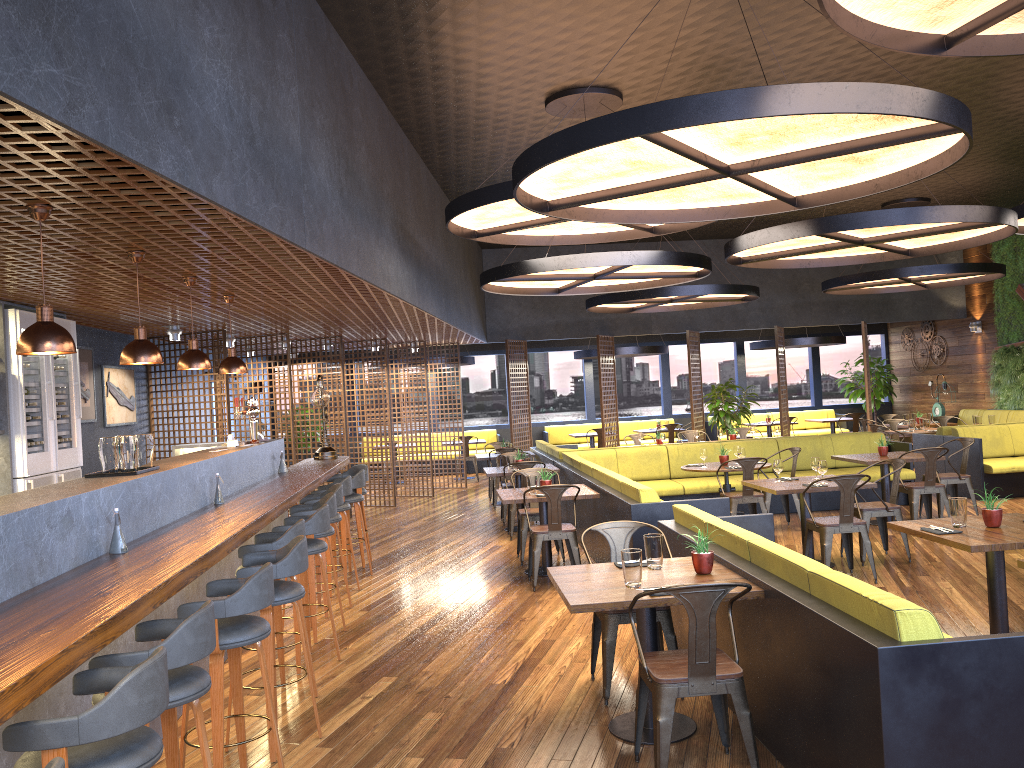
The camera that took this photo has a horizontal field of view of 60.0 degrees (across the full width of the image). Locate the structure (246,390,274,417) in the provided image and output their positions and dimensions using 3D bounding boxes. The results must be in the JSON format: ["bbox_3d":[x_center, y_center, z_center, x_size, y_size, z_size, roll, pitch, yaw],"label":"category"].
[{"bbox_3d":[-5.083,0.407,17.967,0.293,0.563,1.220,-3,0,-5],"label":"structure"}]

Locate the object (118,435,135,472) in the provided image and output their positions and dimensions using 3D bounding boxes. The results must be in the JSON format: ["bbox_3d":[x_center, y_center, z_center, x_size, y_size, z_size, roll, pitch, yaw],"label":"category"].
[{"bbox_3d":[-2.160,0.396,4.981,0.105,0.209,0.105,-3,-1,30],"label":"object"}]

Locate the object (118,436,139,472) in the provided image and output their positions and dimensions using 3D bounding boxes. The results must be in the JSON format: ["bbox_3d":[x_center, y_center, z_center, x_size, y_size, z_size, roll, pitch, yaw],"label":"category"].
[{"bbox_3d":[-2.102,0.392,4.865,0.105,0.209,0.105,-3,-1,30],"label":"object"}]

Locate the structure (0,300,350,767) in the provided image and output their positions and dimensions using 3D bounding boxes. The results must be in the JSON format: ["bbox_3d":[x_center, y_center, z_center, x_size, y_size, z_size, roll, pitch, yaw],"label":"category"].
[{"bbox_3d":[-2.856,0.597,5.606,2.700,2.700,9.298,-3,0,-5],"label":"structure"}]

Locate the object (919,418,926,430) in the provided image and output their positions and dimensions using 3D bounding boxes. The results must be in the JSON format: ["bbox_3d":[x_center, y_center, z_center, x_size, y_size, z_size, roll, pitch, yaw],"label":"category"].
[{"bbox_3d":[6.552,0.639,14.146,0.102,0.178,0.102,-3,-1,-19],"label":"object"}]

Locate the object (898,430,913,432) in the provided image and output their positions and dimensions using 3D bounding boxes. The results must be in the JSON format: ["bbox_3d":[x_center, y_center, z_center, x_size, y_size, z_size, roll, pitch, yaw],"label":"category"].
[{"bbox_3d":[6.150,0.739,13.909,0.157,0.019,0.255,-3,0,-5],"label":"object"}]

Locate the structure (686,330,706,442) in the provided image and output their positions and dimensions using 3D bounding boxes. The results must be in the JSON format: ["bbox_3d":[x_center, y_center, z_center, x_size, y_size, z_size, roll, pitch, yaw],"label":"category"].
[{"bbox_3d":[3.537,0.335,16.959,0.050,2.700,0.852,-3,-1,25],"label":"structure"}]

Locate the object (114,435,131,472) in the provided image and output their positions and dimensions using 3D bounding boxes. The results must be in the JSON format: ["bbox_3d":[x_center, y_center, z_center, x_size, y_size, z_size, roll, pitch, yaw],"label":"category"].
[{"bbox_3d":[-2.232,0.401,5.096,0.105,0.209,0.105,-3,-1,30],"label":"object"}]

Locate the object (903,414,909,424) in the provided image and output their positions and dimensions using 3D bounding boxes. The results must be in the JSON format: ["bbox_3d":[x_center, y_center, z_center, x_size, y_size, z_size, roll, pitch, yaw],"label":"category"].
[{"bbox_3d":[7.031,0.626,15.821,0.102,0.178,0.102,-3,-1,-19],"label":"object"}]

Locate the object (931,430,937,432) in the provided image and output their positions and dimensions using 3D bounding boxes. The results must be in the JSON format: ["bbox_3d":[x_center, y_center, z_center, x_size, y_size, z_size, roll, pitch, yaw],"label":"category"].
[{"bbox_3d":[6.518,0.716,13.642,0.255,0.019,0.157,-3,0,-5],"label":"object"}]

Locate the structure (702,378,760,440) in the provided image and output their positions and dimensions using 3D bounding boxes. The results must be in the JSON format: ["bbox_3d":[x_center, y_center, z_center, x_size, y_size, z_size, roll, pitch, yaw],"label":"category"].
[{"bbox_3d":[3.970,0.775,16.335,1.166,1.763,0.993,-3,-1,-34],"label":"structure"}]

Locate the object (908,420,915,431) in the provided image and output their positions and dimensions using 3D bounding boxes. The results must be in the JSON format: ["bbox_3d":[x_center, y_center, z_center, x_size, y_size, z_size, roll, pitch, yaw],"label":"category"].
[{"bbox_3d":[6.299,0.652,13.974,0.102,0.178,0.102,-3,-1,-19],"label":"object"}]

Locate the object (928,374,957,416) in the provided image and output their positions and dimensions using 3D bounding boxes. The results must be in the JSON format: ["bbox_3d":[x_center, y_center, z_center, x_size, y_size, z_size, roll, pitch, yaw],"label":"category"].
[{"bbox_3d":[8.813,0.593,18.130,0.459,1.615,0.848,-3,0,-5],"label":"object"}]

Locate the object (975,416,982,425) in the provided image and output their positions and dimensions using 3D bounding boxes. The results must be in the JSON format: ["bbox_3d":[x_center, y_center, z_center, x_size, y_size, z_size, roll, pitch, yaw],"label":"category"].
[{"bbox_3d":[7.296,0.595,13.865,0.102,0.178,0.102,-4,-1,31],"label":"object"}]

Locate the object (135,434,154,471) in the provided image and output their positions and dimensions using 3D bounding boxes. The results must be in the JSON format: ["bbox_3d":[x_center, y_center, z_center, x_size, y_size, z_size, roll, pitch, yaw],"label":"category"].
[{"bbox_3d":[-2.118,0.395,5.113,0.105,0.209,0.105,-3,-1,30],"label":"object"}]

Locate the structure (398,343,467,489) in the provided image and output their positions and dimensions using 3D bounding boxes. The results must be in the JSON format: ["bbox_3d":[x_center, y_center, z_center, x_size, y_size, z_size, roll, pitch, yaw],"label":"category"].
[{"bbox_3d":[-1.508,0.616,16.698,1.319,2.700,0.050,-3,-1,25],"label":"structure"}]

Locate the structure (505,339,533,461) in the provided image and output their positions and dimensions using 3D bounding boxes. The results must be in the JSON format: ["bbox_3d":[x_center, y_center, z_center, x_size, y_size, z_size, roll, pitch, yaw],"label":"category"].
[{"bbox_3d":[0.154,0.522,16.682,0.050,2.700,0.852,-3,-1,25],"label":"structure"}]

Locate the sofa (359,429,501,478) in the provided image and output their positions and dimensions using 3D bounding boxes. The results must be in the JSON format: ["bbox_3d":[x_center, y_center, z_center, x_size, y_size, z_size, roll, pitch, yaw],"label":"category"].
[{"bbox_3d":[-1.786,1.550,19.554,3.061,0.914,0.966,-3,0,-5],"label":"sofa"}]

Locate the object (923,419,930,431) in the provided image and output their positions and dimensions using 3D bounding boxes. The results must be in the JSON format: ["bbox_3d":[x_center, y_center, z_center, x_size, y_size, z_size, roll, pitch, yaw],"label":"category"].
[{"bbox_3d":[6.450,0.642,13.796,0.102,0.178,0.102,-4,-1,31],"label":"object"}]

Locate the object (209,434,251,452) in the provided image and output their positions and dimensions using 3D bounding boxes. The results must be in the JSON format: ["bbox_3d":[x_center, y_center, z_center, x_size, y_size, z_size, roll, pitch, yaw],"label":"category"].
[{"bbox_3d":[-2.295,0.474,7.263,0.200,0.106,0.766,-3,0,-5],"label":"object"}]

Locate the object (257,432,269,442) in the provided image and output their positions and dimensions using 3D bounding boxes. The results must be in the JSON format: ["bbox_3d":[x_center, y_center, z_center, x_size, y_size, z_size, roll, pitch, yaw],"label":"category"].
[{"bbox_3d":[-2.363,0.495,8.360,0.091,0.091,0.177,-3,-1,-30],"label":"object"}]

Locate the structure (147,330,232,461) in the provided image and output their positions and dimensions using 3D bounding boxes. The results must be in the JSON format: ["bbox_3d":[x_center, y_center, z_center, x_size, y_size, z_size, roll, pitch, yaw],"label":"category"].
[{"bbox_3d":[-4.081,0.714,11.258,1.319,2.700,0.050,-3,-1,25],"label":"structure"}]

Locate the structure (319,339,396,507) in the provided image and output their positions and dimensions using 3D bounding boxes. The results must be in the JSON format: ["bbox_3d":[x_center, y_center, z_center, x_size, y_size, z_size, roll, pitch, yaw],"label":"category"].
[{"bbox_3d":[-2.537,0.655,14.522,1.319,2.700,0.050,-3,-1,25],"label":"structure"}]

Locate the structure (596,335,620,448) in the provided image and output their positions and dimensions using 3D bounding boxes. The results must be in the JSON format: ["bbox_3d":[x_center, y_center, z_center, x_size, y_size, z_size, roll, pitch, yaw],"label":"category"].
[{"bbox_3d":[1.845,0.428,16.820,0.050,2.700,0.852,-3,-1,25],"label":"structure"}]

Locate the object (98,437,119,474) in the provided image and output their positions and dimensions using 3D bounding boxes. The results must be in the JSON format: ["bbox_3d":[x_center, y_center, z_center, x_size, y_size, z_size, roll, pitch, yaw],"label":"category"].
[{"bbox_3d":[-2.210,0.398,4.868,0.105,0.209,0.105,-3,-1,30],"label":"object"}]

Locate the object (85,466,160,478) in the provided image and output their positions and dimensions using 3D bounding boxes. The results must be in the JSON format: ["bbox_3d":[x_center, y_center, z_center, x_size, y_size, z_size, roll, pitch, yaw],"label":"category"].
[{"bbox_3d":[-2.182,0.492,4.983,0.273,0.019,0.437,-3,0,-5],"label":"object"}]

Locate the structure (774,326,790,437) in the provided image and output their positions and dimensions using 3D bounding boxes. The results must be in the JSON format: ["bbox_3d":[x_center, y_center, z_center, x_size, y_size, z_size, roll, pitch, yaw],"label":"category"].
[{"bbox_3d":[5.229,0.241,17.097,0.050,2.700,0.852,-3,-1,25],"label":"structure"}]

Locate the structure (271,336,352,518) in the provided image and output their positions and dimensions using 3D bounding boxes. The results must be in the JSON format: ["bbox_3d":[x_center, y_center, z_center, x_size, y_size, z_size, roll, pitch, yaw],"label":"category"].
[{"bbox_3d":[-3.052,0.675,13.434,1.319,2.700,0.050,-3,-1,25],"label":"structure"}]

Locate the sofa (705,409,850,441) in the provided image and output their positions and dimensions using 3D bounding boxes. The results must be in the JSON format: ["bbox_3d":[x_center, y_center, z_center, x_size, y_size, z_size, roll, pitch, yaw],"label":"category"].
[{"bbox_3d":[6.039,1.116,20.194,3.061,0.914,0.966,-3,0,-5],"label":"sofa"}]

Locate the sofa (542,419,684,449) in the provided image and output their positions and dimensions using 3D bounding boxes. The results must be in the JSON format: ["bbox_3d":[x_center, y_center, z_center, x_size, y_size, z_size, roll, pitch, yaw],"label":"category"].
[{"bbox_3d":[2.268,1.325,19.885,3.061,0.914,0.966,-3,0,-5],"label":"sofa"}]

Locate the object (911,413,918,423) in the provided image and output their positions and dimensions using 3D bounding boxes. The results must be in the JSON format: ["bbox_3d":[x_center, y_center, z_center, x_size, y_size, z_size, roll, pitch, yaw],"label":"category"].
[{"bbox_3d":[7.228,0.616,15.914,0.102,0.178,0.102,-4,-1,31],"label":"object"}]

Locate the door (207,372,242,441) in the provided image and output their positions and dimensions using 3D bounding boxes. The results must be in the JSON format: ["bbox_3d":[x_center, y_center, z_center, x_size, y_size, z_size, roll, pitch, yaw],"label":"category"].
[{"bbox_3d":[-4.983,0.950,15.613,0.052,2.386,2.441,-3,0,-5],"label":"door"}]

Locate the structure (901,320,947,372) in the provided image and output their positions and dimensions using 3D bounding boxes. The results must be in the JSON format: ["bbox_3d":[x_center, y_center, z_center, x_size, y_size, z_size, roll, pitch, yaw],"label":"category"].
[{"bbox_3d":[8.991,-0.853,19.451,0.058,1.178,1.791,-3,0,-5],"label":"structure"}]

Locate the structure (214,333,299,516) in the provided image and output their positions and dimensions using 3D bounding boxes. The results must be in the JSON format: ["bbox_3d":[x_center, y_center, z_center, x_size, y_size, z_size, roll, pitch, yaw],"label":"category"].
[{"bbox_3d":[-3.566,0.694,12.346,1.319,2.700,0.050,-3,-1,25],"label":"structure"}]

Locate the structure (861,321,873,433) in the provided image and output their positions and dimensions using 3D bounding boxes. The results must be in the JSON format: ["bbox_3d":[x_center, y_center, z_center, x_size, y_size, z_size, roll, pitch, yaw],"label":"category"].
[{"bbox_3d":[6.921,0.147,17.236,0.050,2.700,0.852,-3,-1,25],"label":"structure"}]

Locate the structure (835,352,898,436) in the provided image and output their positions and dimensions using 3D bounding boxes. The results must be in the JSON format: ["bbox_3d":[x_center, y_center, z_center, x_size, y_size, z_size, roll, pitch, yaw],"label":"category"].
[{"bbox_3d":[8.197,0.359,20.217,1.493,2.184,1.272,-3,0,-5],"label":"structure"}]

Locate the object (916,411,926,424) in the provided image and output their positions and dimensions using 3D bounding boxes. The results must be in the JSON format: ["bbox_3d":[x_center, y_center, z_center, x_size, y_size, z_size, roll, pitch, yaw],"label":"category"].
[{"bbox_3d":[7.212,0.569,15.719,0.238,0.271,0.260,-3,-1,17],"label":"object"}]

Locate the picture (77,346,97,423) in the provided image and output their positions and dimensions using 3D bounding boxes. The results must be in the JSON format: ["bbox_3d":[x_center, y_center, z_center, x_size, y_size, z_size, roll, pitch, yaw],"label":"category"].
[{"bbox_3d":[-4.517,0.001,9.170,0.028,0.809,1.039,-3,0,-5],"label":"picture"}]

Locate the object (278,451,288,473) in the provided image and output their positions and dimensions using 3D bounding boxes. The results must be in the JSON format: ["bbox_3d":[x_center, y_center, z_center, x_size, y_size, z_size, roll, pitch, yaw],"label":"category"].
[{"bbox_3d":[-2.162,0.728,8.323,0.114,0.203,0.069,-3,-1,30],"label":"object"}]

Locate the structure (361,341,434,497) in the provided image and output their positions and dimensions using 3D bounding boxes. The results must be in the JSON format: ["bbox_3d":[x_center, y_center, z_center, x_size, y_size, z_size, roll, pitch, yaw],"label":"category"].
[{"bbox_3d":[-2.022,0.635,15.610,1.319,2.700,0.050,-3,-1,25],"label":"structure"}]

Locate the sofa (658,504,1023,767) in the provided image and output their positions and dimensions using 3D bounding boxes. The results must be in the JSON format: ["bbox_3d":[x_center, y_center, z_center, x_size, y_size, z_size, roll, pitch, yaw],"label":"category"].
[{"bbox_3d":[1.619,1.232,4.577,0.966,0.914,3.061,-3,0,-5],"label":"sofa"}]

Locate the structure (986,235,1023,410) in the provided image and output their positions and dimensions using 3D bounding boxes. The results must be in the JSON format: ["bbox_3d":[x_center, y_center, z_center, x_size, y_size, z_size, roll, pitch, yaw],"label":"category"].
[{"bbox_3d":[9.508,-0.987,12.450,0.918,4.593,9.182,-3,0,-6],"label":"structure"}]

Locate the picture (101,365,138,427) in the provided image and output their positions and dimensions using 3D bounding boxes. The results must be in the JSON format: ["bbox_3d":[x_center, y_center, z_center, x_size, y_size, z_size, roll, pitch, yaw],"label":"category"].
[{"bbox_3d":[-4.615,0.141,10.461,0.028,0.697,1.039,-3,0,-5],"label":"picture"}]

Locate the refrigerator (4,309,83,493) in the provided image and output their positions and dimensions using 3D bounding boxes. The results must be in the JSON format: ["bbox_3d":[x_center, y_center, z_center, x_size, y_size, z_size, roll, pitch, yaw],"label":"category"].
[{"bbox_3d":[-4.189,0.458,7.750,0.454,2.109,1.159,-3,0,-5],"label":"refrigerator"}]

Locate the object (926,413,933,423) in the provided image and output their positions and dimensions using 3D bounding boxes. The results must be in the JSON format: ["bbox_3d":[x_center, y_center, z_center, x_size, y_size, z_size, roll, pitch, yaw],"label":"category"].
[{"bbox_3d":[7.386,0.605,15.670,0.102,0.178,0.102,-4,-1,31],"label":"object"}]

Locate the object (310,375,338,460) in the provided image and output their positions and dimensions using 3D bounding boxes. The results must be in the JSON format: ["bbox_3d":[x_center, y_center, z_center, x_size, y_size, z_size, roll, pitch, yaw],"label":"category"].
[{"bbox_3d":[-2.116,0.368,9.961,0.263,0.944,0.566,-3,0,-12],"label":"object"}]

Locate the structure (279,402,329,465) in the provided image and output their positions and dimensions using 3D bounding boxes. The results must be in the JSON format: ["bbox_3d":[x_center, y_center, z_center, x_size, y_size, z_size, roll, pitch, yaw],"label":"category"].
[{"bbox_3d":[-4.521,1.277,19.257,1.166,1.763,0.993,-3,-1,-34],"label":"structure"}]

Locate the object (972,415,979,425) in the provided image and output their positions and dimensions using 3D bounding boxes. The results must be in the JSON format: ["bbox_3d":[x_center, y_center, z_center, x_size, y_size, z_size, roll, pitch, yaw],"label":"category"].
[{"bbox_3d":[7.442,0.590,14.218,0.102,0.178,0.102,-3,-1,-19],"label":"object"}]

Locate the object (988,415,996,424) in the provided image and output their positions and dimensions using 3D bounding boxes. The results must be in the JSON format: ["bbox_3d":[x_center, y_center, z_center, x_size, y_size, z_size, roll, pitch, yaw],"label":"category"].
[{"bbox_3d":[7.565,0.581,13.973,0.102,0.178,0.102,-3,-1,-19],"label":"object"}]
